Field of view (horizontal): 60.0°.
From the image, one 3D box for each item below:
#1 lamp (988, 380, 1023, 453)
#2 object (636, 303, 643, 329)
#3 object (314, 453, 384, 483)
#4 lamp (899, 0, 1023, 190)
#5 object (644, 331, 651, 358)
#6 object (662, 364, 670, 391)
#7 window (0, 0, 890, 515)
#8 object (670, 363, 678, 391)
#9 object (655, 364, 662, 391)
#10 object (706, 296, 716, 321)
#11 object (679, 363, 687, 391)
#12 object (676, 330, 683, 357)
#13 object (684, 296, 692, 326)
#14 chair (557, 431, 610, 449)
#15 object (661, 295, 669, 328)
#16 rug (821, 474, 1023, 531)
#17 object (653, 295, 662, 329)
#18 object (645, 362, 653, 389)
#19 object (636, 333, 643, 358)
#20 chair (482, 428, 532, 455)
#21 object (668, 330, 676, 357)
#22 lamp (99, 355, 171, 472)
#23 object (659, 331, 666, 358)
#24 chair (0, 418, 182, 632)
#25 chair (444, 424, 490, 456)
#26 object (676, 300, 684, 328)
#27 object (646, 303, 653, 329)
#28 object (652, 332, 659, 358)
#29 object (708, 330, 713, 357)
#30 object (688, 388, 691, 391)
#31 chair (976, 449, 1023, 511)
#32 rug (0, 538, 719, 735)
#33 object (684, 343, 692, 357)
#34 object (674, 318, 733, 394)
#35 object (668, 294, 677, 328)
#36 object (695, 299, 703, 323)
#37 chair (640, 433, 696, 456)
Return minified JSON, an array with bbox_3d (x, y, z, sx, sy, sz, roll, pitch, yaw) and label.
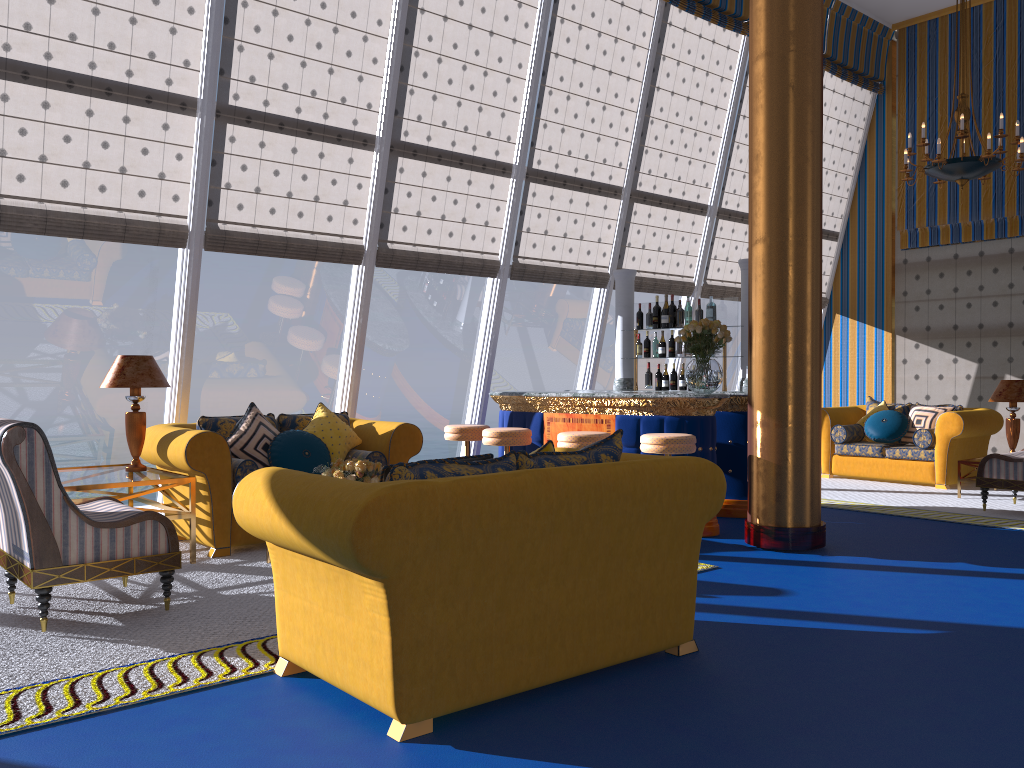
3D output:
[{"bbox_3d":[4.989,0.351,8.829,0.442,0.783,0.451,0,1,34],"label":"lamp"},{"bbox_3d":[1.180,-0.623,8.187,0.066,0.244,0.065,-1,1,-37],"label":"object"},{"bbox_3d":[-0.978,0.621,5.507,0.450,0.388,0.508,0,1,30],"label":"object"},{"bbox_3d":[4.128,-2.989,8.119,1.050,2.422,1.068,0,1,26],"label":"lamp"},{"bbox_3d":[1.232,-0.362,8.073,0.065,0.244,0.066,0,1,30],"label":"object"},{"bbox_3d":[1.382,-0.061,7.967,0.068,0.244,0.069,0,1,30],"label":"object"},{"bbox_3d":[-1.146,-1.801,7.549,15.628,5.857,1.601,0,1,-41],"label":"window"},{"bbox_3d":[1.442,-0.064,7.903,0.065,0.244,0.066,0,1,30],"label":"object"},{"bbox_3d":[1.329,-0.061,8.026,0.066,0.244,0.065,-1,1,-37],"label":"object"},{"bbox_3d":[1.726,-0.630,7.685,0.091,0.259,0.092,0,1,32],"label":"object"},{"bbox_3d":[1.516,-0.063,7.859,0.068,0.244,0.069,0,1,30],"label":"object"},{"bbox_3d":[1.480,-0.358,7.842,0.056,0.239,0.057,0,1,24],"label":"object"},{"bbox_3d":[1.545,-0.632,7.774,0.070,0.271,0.068,-1,1,-30],"label":"object"},{"bbox_3d":[0.529,0.742,6.509,0.397,0.782,0.399,0,1,8],"label":"chair"},{"bbox_3d":[1.380,-0.647,7.934,0.084,0.303,0.086,1,1,43],"label":"object"},{"bbox_3d":[4.482,1.112,8.971,3.631,0.011,6.190,0,0,-41],"label":"rug"},{"bbox_3d":[1.311,-0.648,8.014,0.082,0.303,0.080,-1,1,-35],"label":"object"},{"bbox_3d":[1.245,-0.078,8.069,0.070,0.242,0.072,0,1,31],"label":"object"},{"bbox_3d":[1.162,-0.351,8.113,0.065,0.225,0.066,0,1,18],"label":"object"},{"bbox_3d":[-0.038,0.740,7.017,0.399,0.782,0.398,0,1,-3],"label":"chair"},{"bbox_3d":[1.426,-0.361,7.898,0.065,0.244,0.066,0,1,30],"label":"object"},{"bbox_3d":[-2.551,0.199,6.014,0.450,0.783,0.442,0,1,-26],"label":"lamp"},{"bbox_3d":[1.352,-0.358,7.959,0.068,0.244,0.069,0,1,30],"label":"object"},{"bbox_3d":[-2.205,0.652,4.466,0.792,0.967,0.785,-1,1,-41],"label":"chair"},{"bbox_3d":[-0.378,0.737,7.562,0.399,0.782,0.398,0,1,-3],"label":"chair"},{"bbox_3d":[1.487,-0.619,7.851,0.076,0.248,0.076,0,1,13],"label":"object"},{"bbox_3d":[1.267,-0.623,8.153,0.072,0.246,0.072,0,1,8],"label":"object"},{"bbox_3d":[1.299,-0.354,8.017,0.058,0.230,0.059,0,1,8],"label":"object"},{"bbox_3d":[1.716,-0.357,7.657,0.072,0.244,0.071,0,1,-20],"label":"object"},{"bbox_3d":[1.585,-0.060,7.812,0.065,0.244,0.066,0,1,30],"label":"object"},{"bbox_3d":[4.580,0.622,7.664,0.802,0.967,0.776,-1,1,-41],"label":"chair"},{"bbox_3d":[-2.250,1.149,4.788,6.322,0.010,3.554,0,0,-41],"label":"rug"},{"bbox_3d":[1.551,-0.353,7.807,0.071,0.232,0.072,0,1,28],"label":"object"},{"bbox_3d":[1.088,-7.039,4.401,63.907,33.608,62.630,0,1,-34],"label":"object"},{"bbox_3d":[1.430,-0.648,7.914,0.082,0.303,0.080,-1,1,-24],"label":"object"},{"bbox_3d":[1.632,-0.621,7.732,0.072,0.246,0.072,0,1,8],"label":"object"},{"bbox_3d":[1.103,0.743,6.272,0.395,0.782,0.401,0,1,20],"label":"chair"}]
